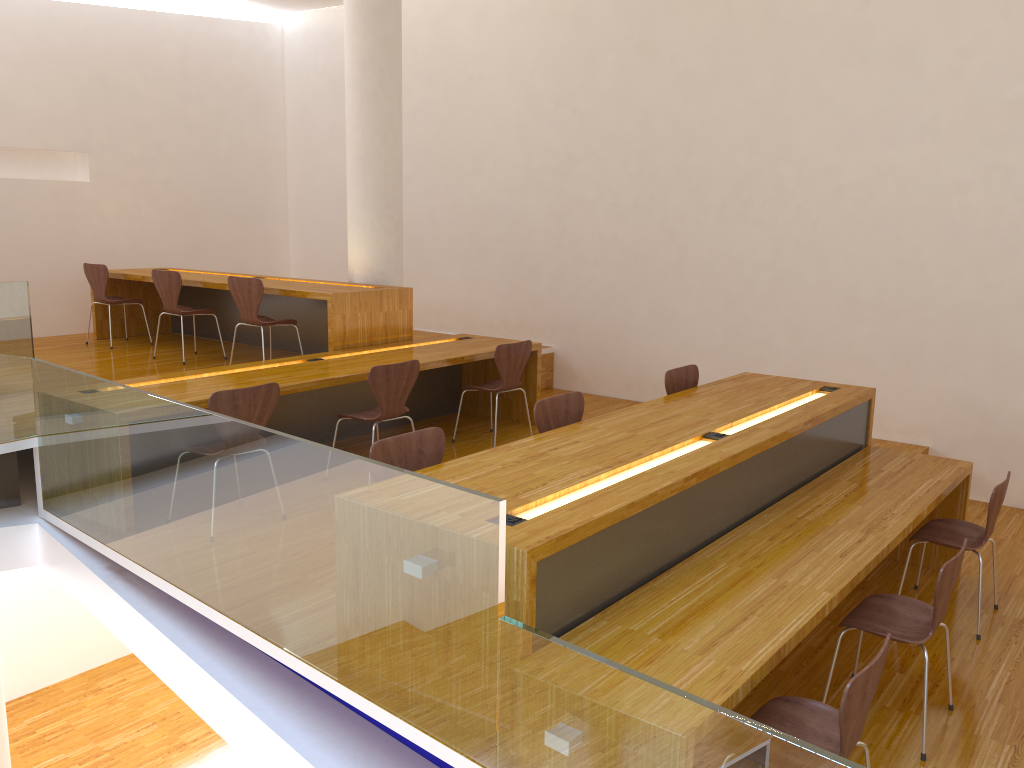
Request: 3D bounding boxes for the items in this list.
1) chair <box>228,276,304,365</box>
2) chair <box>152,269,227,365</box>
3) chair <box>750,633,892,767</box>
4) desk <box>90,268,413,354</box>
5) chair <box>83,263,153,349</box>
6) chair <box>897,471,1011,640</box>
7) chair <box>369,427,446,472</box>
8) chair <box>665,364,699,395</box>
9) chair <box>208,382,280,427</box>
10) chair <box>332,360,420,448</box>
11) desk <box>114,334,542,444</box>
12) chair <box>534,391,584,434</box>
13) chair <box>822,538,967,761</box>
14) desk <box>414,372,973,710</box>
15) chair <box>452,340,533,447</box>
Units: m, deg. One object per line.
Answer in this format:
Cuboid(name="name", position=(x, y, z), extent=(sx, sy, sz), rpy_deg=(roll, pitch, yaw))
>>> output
Cuboid(name="chair", position=(-1.724, -0.410, 6.228), extent=(0.428, 0.693, 0.381), rpy_deg=(9, 13, 37))
Cuboid(name="chair", position=(-2.490, -0.531, 6.813), extent=(0.428, 0.693, 0.381), rpy_deg=(9, 13, 37))
Cuboid(name="chair", position=(0.798, 1.023, 2.478), extent=(0.381, 0.693, 0.428), rpy_deg=(9, 13, 37))
Cuboid(name="desk", position=(-2.210, -0.547, 7.136), extent=(3.185, 0.606, 0.760), rpy_deg=(9, 13, 37))
Cuboid(name="chair", position=(-3.349, -0.676, 7.517), extent=(0.428, 0.693, 0.381), rpy_deg=(9, 13, 37))
Cuboid(name="chair", position=(2.053, 0.739, 4.125), extent=(0.381, 0.693, 0.428), rpy_deg=(9, 13, 37))
Cuboid(name="chair", position=(-0.256, 0.546, 3.229), extent=(0.381, 0.693, 0.428), rpy_deg=(9, 13, 37))
Cuboid(name="chair", position=(1.059, 0.271, 4.831), extent=(0.381, 0.693, 0.428), rpy_deg=(9, 13, 37))
Cuboid(name="chair", position=(-1.376, 0.330, 4.290), extent=(0.381, 0.693, 0.428), rpy_deg=(9, 13, 37))
Cuboid(name="chair", position=(-0.779, 0.201, 5.045), extent=(0.381, 0.693, 0.428), rpy_deg=(9, 13, 37))
Cuboid(name="desk", position=(-1.066, 0.166, 5.472), extent=(0.760, 0.606, 3.185), rpy_deg=(9, 13, 37))
Cuboid(name="chair", position=(0.341, 0.416, 3.984), extent=(0.381, 0.693, 0.428), rpy_deg=(9, 13, 37))
Cuboid(name="chair", position=(1.395, 0.893, 3.233), extent=(0.381, 0.693, 0.428), rpy_deg=(9, 13, 37))
Cuboid(name="desk", position=(0.902, 0.675, 3.758), extent=(1.285, 0.918, 3.236), rpy_deg=(9, 13, 37))
Cuboid(name="chair", position=(-0.122, 0.046, 5.938), extent=(0.381, 0.693, 0.428), rpy_deg=(9, 13, 37))
